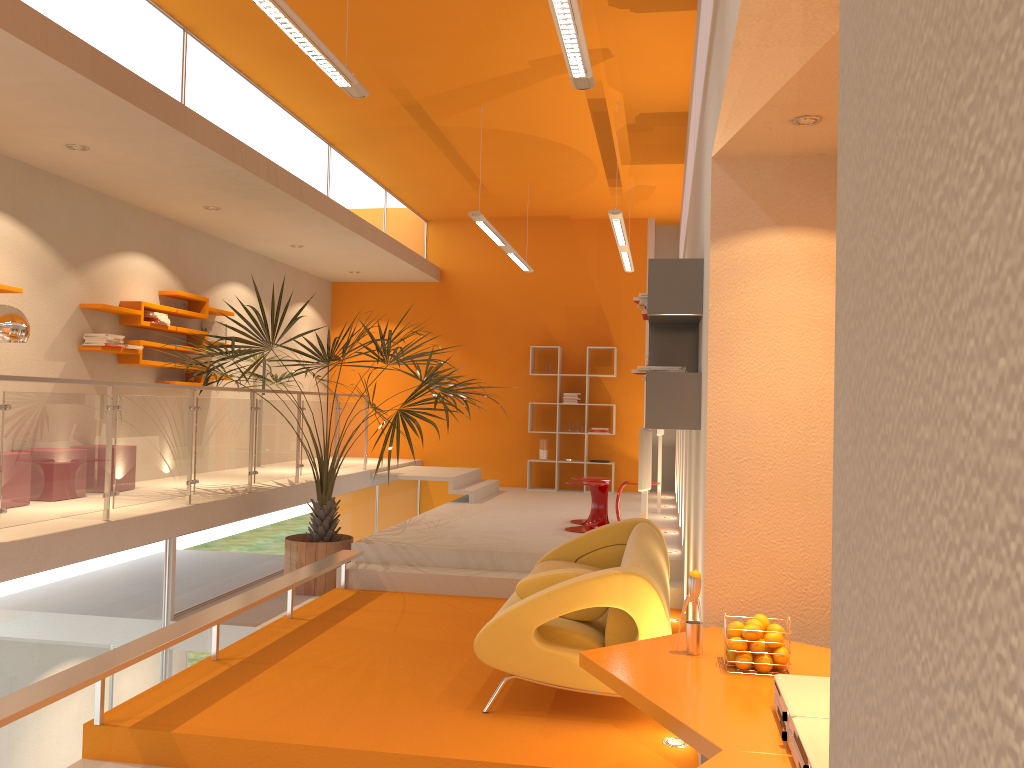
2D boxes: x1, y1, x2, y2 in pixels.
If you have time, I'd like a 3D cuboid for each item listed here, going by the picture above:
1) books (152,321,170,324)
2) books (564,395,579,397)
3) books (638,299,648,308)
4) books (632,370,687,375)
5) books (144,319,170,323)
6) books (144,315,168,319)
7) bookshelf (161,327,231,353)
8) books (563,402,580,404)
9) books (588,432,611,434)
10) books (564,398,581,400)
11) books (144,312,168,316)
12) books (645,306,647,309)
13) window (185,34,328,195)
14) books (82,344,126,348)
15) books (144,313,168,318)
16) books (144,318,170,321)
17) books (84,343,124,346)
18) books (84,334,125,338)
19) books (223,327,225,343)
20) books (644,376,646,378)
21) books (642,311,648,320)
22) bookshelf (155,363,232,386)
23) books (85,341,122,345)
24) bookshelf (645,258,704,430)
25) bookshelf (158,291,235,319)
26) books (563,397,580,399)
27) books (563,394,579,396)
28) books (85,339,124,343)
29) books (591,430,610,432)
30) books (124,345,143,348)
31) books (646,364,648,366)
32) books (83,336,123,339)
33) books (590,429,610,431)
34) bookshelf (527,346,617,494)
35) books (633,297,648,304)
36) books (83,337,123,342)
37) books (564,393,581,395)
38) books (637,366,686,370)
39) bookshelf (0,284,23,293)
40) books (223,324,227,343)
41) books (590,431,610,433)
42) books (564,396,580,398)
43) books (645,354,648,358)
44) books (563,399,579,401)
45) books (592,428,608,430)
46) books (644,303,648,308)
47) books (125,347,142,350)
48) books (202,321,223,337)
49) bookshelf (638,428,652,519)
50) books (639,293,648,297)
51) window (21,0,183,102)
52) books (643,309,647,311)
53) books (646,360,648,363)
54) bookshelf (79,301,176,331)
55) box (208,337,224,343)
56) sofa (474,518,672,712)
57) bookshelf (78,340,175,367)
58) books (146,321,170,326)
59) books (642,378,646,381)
[{"bbox_3d":[-3.404,-0.582,8.373,0.268,0.011,0.190,1,-2,11],"label":"books"},{"bbox_3d":[0.830,0.170,12.350,0.190,0.015,0.254,1,-2,6],"label":"books"},{"bbox_3d":[0.738,-0.390,4.339,0.230,0.017,0.226,1,-2,5],"label":"books"},{"bbox_3d":[0.724,-0.056,4.325,0.254,0.015,0.190,1,-2,16],"label":"books"},{"bbox_3d":[-3.393,-0.595,8.373,0.254,0.015,0.190,1,-2,6],"label":"books"},{"bbox_3d":[-3.405,-0.627,8.366,0.227,0.017,0.230,1,-2,5],"label":"books"},{"bbox_3d":[-3.286,-0.434,9.263,0.220,0.220,1.150,1,-2,10],"label":"bookshelf"},{"bbox_3d":[0.826,0.266,12.333,0.210,0.013,0.296,1,-2,10],"label":"books"},{"bbox_3d":[1.208,0.672,12.210,0.296,0.013,0.210,1,-2,10],"label":"books"},{"bbox_3d":[0.837,0.210,12.336,0.230,0.017,0.227,1,-2,5],"label":"books"},{"bbox_3d":[-3.418,-0.659,8.369,0.230,0.017,0.226,1,-2,10],"label":"books"},{"bbox_3d":[0.745,-0.359,4.325,0.190,0.015,0.254,1,-2,6],"label":"books"},{"bbox_3d":[-2.163,-2.205,7.870,0.006,0.660,2.794,1,-2,10],"label":"window"},{"bbox_3d":[-3.517,-0.328,7.655,0.210,0.013,0.297,1,-2,10],"label":"books"},{"bbox_3d":[-3.407,-0.643,8.362,0.190,0.015,0.254,1,-2,16],"label":"books"},{"bbox_3d":[-3.400,-0.610,8.378,0.254,0.015,0.190,1,-2,11],"label":"books"},{"bbox_3d":[-3.518,-0.340,7.651,0.190,0.011,0.268,1,-2,11],"label":"books"},{"bbox_3d":[-3.523,-0.416,7.670,0.226,0.017,0.230,1,-2,10],"label":"books"},{"bbox_3d":[-3.209,-0.528,9.561,0.230,0.169,0.027,1,-2,10],"label":"books"},{"bbox_3d":[0.930,-0.035,5.352,0.190,0.011,0.268,1,-2,26],"label":"books"},{"bbox_3d":[0.746,-0.333,4.338,0.210,0.013,0.297,1,-2,10],"label":"books"},{"bbox_3d":[-3.294,-0.077,9.253,0.220,0.220,1.150,1,-2,10],"label":"bookshelf"},{"bbox_3d":[-3.518,-0.354,7.642,0.190,0.015,0.254,1,-2,6],"label":"books"},{"bbox_3d":[0.917,-0.155,5.069,0.252,0.790,2.000,1,-2,10],"label":"bookshelf"},{"bbox_3d":[-3.277,-0.790,9.272,0.220,0.220,1.150,1,-2,10],"label":"bookshelf"},{"bbox_3d":[0.828,0.195,12.335,0.210,0.013,0.296,1,-2,10],"label":"books"},{"bbox_3d":[0.826,0.154,12.343,0.190,0.015,0.254,1,-2,11],"label":"books"},{"bbox_3d":[-3.514,-0.368,7.649,0.190,0.015,0.254,1,-2,11],"label":"books"},{"bbox_3d":[1.222,0.647,12.209,0.254,0.015,0.190,1,-2,6],"label":"books"},{"bbox_3d":[-3.476,-0.336,7.952,0.226,0.017,0.230,1,-2,10],"label":"books"},{"bbox_3d":[0.870,-0.105,4.996,0.210,0.013,0.297,1,-2,5],"label":"books"},{"bbox_3d":[-3.530,-0.401,7.658,0.254,0.015,0.190,1,-2,16],"label":"books"},{"bbox_3d":[1.215,0.631,12.213,0.254,0.015,0.190,1,-2,11],"label":"books"},{"bbox_3d":[1.475,1.775,11.279,1.107,4.600,3.516,2,-2,-33],"label":"bookshelf"},{"bbox_3d":[0.733,-0.406,4.341,0.254,0.015,0.190,1,-2,16],"label":"books"},{"bbox_3d":[-3.525,-0.385,7.655,0.230,0.017,0.227,1,-2,5],"label":"books"},{"bbox_3d":[0.839,0.138,12.338,0.230,0.017,0.227,1,-2,5],"label":"books"},{"bbox_3d":[0.731,-0.072,4.337,0.226,0.017,0.230,1,-2,10],"label":"books"},{"bbox_3d":[-3.836,-0.711,6.038,0.220,0.220,1.150,1,-2,10],"label":"bookshelf"},{"bbox_3d":[-3.195,-0.547,9.612,0.207,0.210,0.021,1,-2,10],"label":"books"},{"bbox_3d":[1.212,0.660,12.209,0.268,0.011,0.190,1,-2,11],"label":"books"},{"bbox_3d":[0.829,0.183,12.339,0.190,0.011,0.268,1,-2,11],"label":"books"},{"bbox_3d":[0.881,-0.161,4.999,0.230,0.017,0.226,1,-2,0],"label":"books"},{"bbox_3d":[0.825,0.226,12.341,0.190,0.015,0.254,1,-2,11],"label":"books"},{"bbox_3d":[1.210,0.615,12.202,0.227,0.017,0.230,1,-2,5],"label":"books"},{"bbox_3d":[0.749,-0.373,4.333,0.190,0.015,0.254,1,-2,11],"label":"books"},{"bbox_3d":[-3.483,-0.321,7.940,0.254,0.015,0.190,1,-2,16],"label":"books"},{"bbox_3d":[-3.216,-0.558,9.522,0.230,0.227,0.017,1,-2,10],"label":"books"},{"bbox_3d":[1.364,0.609,7.892,0.322,2.145,3.370,1,-2,12],"label":"bookshelf"},{"bbox_3d":[0.740,-0.421,4.353,0.226,0.017,0.230,1,-2,10],"label":"books"},{"bbox_3d":[-2.596,-2.282,5.351,0.006,0.660,2.241,1,-2,10],"label":"window"},{"bbox_3d":[0.745,-0.345,4.335,0.190,0.011,0.268,1,-2,11],"label":"books"},{"bbox_3d":[0.871,-0.130,5.010,0.190,0.015,0.254,1,-2,1],"label":"books"},{"bbox_3d":[-3.481,-0.648,8.104,0.220,0.220,1.150,1,-2,10],"label":"bookshelf"},{"bbox_3d":[-3.212,-0.472,9.392,0.232,0.047,0.232,1,-2,10],"label":"box"},{"bbox_3d":[0.449,1.226,5.063,0.929,0.706,2.081,1,-2,10],"label":"sofa"},{"bbox_3d":[-3.490,-0.291,8.094,0.220,0.220,1.150,1,-2,10],"label":"bookshelf"},{"bbox_3d":[-3.409,-0.570,8.380,0.210,0.013,0.297,1,-2,10],"label":"books"},{"bbox_3d":[0.927,-0.023,5.348,0.210,0.013,0.297,1,-2,25],"label":"books"}]
